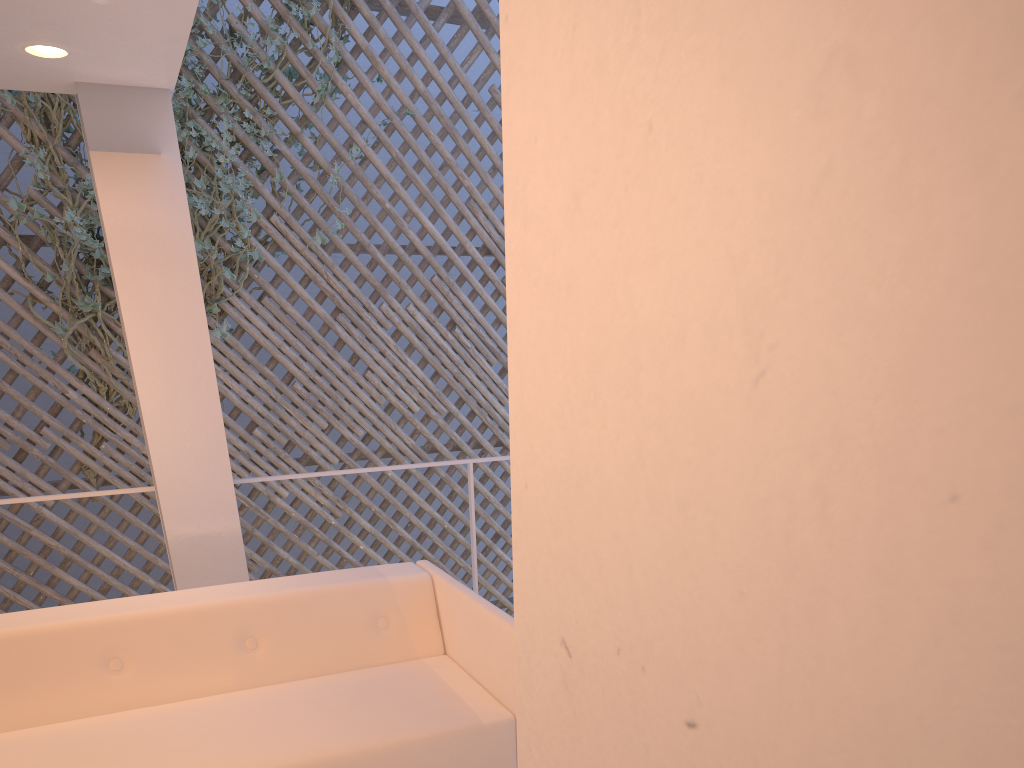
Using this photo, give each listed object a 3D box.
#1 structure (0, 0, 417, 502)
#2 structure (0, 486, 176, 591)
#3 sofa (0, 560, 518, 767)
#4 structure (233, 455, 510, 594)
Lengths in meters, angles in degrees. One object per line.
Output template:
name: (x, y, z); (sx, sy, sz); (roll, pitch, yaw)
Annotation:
structure: (-0.989, -1.004, 2.841); (2.293, 3.009, 0.673); (-10, 22, -28)
structure: (-1.525, 0.551, 1.555); (1.677, 0.625, 0.025); (-4, 21, -21)
sofa: (-0.516, 0.582, 1.380); (0.970, 0.411, 0.459); (-4, 12, -22)
structure: (0.164, 0.464, 2.230); (1.675, 0.625, 0.025); (-4, 21, -21)
